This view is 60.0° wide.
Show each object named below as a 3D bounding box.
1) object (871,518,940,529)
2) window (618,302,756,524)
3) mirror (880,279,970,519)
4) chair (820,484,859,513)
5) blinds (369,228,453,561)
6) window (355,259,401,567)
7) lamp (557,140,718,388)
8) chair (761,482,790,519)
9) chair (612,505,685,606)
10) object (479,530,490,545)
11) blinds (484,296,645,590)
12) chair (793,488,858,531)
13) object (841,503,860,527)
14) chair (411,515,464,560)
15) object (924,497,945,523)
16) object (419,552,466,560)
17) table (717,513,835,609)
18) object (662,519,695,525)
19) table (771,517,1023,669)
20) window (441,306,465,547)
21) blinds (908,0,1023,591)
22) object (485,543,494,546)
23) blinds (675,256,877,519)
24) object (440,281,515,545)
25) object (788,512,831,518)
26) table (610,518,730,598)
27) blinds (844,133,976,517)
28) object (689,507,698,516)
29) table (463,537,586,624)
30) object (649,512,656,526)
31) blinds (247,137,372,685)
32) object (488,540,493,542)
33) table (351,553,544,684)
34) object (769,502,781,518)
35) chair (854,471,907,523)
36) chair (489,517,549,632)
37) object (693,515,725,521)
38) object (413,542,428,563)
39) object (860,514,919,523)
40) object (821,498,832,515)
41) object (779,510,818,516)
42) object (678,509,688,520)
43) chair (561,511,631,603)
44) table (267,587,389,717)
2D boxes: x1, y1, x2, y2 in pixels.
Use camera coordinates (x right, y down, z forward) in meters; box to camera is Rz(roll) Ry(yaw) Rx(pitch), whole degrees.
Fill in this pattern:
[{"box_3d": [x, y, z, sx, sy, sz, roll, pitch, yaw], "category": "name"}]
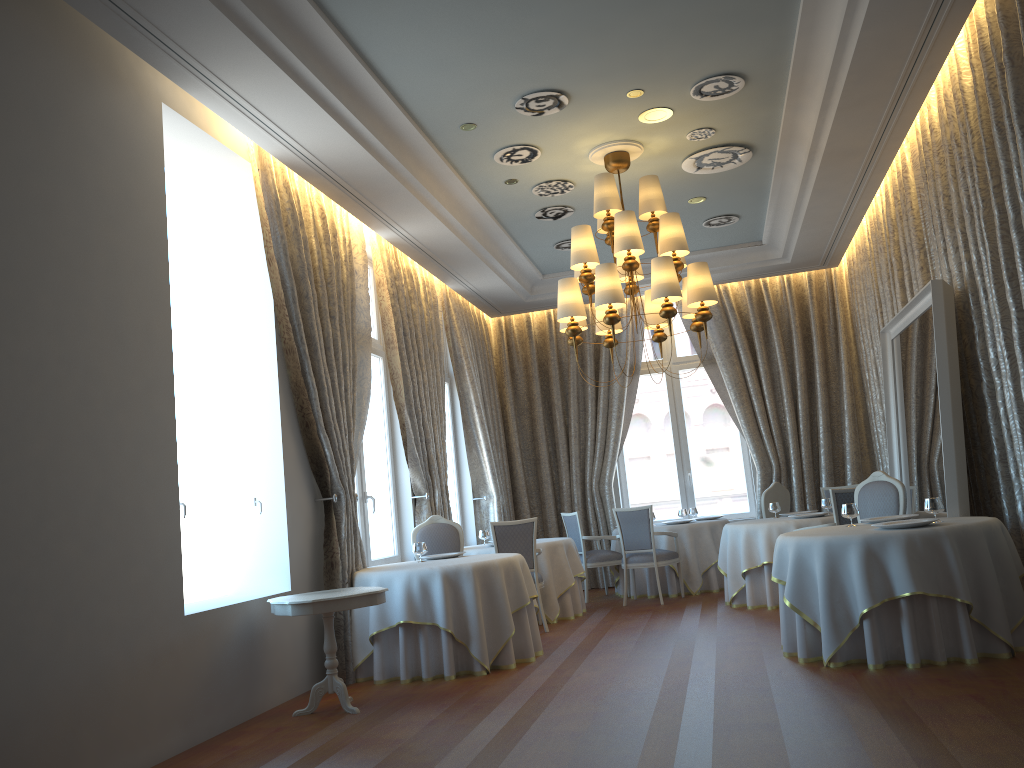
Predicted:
[{"box_3d": [2.607, 0.929, 5.880, 0.419, 0.036, 0.419, -7, -8, 11], "category": "object"}, {"box_3d": [2.387, 0.366, 12.886, 1.881, 3.306, 0.196, -7, -8, 12], "category": "window"}, {"box_3d": [3.547, 0.603, 7.680, 0.385, 2.564, 2.251, -7, -8, 12], "category": "mirror"}, {"box_3d": [3.853, 1.749, 10.355, 0.650, 1.108, 0.629, -11, -10, 32], "category": "chair"}, {"box_3d": [-0.945, 0.304, 9.904, 0.335, 4.969, 2.257, -7, -8, 12], "category": "blinds"}, {"box_3d": [-1.512, 0.164, 8.765, 0.259, 3.306, 1.882, -7, -8, 12], "category": "window"}, {"box_3d": [1.046, -1.073, 7.901, 1.373, 2.121, 1.373, 1, -10, -40], "category": "lamp"}, {"box_3d": [3.009, 1.827, 10.721, 0.563, 1.233, 0.690, 1, -10, -37], "category": "chair"}, {"box_3d": [1.561, 1.970, 10.317, 0.650, 1.108, 0.629, -10, -9, 27], "category": "chair"}, {"box_3d": [-0.321, 1.787, 10.333, 0.128, 0.165, 0.128, -7, -8, 12], "category": "object"}, {"box_3d": [0.861, 0.539, 12.800, 2.535, 4.901, 0.386, -7, -8, 12], "category": "blinds"}, {"box_3d": [3.092, 1.536, 8.330, 0.650, 1.108, 0.629, -3, -8, -17], "category": "chair"}, {"box_3d": [2.528, 0.977, 6.620, 0.128, 0.165, 0.128, -13, -11, 42], "category": "object"}, {"box_3d": [-0.629, 1.840, 8.295, 0.563, 1.233, 0.690, -4, -8, -12], "category": "chair"}, {"box_3d": [2.889, 0.863, 6.064, 0.128, 0.165, 0.128, -7, -8, 12], "category": "object"}, {"box_3d": [-0.616, 1.537, 7.913, 0.419, 0.036, 0.419, -7, -8, 11], "category": "object"}, {"box_3d": [3.030, 1.846, 9.307, 1.663, 0.890, 1.667, -10, -9, 26], "category": "table"}, {"box_3d": [2.062, 1.710, 10.987, 0.419, 0.036, 0.419, -7, -8, 11], "category": "object"}, {"box_3d": [2.700, 1.445, 6.262, 1.663, 0.890, 1.667, -6, -8, 1], "category": "table"}, {"box_3d": [-0.999, 0.445, 11.093, 0.196, 3.306, 1.881, -7, -8, 12], "category": "window"}, {"box_3d": [3.257, -0.732, 5.664, 0.238, 4.819, 4.439, -7, -8, 12], "category": "blinds"}, {"box_3d": [-0.080, 1.723, 9.591, 0.419, 0.036, 0.419, -7, -8, 11], "category": "object"}, {"box_3d": [3.647, 0.176, 12.184, 2.476, 4.901, 0.386, -7, -8, 12], "category": "blinds"}, {"box_3d": [-0.384, 0.594, 12.001, 0.386, 4.901, 2.121, -7, -8, 12], "category": "object"}, {"box_3d": [3.013, 1.330, 8.978, 0.419, 0.036, 0.419, -7, -8, 11], "category": "object"}, {"box_3d": [2.094, 2.232, 11.370, 1.667, 0.890, 1.663, -10, -9, 31], "category": "table"}, {"box_3d": [4.250, -0.227, 9.892, 0.238, 4.819, 4.439, -7, -8, 12], "category": "blinds"}, {"box_3d": [2.392, 1.712, 11.684, 0.128, 0.165, 0.128, -7, -8, 12], "category": "object"}, {"box_3d": [0.009, 2.241, 9.988, 1.667, 0.890, 1.663, -7, -8, 6], "category": "table"}, {"box_3d": [1.757, 1.708, 11.215, 0.128, 0.165, 0.128, -7, -8, 12], "category": "object"}, {"box_3d": [-1.526, 0.023, 7.531, 0.315, 4.930, 2.204, -7, -8, 12], "category": "blinds"}, {"box_3d": [-0.071, 1.853, 10.514, 0.419, 0.036, 0.419, -7, -8, 11], "category": "object"}, {"box_3d": [-0.597, 1.938, 7.438, 1.663, 0.890, 1.667, -6, -8, 1], "category": "table"}, {"box_3d": [2.870, 1.379, 9.674, 0.128, 0.165, 0.128, -7, -8, 12], "category": "object"}, {"box_3d": [2.838, 1.340, 7.184, 0.690, 1.233, 0.563, -1, -9, -27], "category": "chair"}, {"box_3d": [0.007, 1.925, 8.924, 0.650, 1.108, 0.629, -4, -8, -12], "category": "chair"}, {"box_3d": [2.520, 1.720, 11.373, 0.419, 0.036, 0.419, -7, -8, 11], "category": "object"}, {"box_3d": [-0.791, 1.450, 7.642, 0.128, 0.165, 0.128, -5, -8, -5], "category": "object"}, {"box_3d": [2.855, 1.023, 6.712, 0.419, 0.036, 0.419, -7, -8, 11], "category": "object"}, {"box_3d": [3.271, 1.270, 9.190, 0.128, 0.165, 0.128, -7, -8, 12], "category": "object"}, {"box_3d": [3.161, 1.430, 9.778, 0.419, 0.036, 0.419, -7, -8, 11], "category": "object"}, {"box_3d": [2.180, 1.678, 11.298, 0.128, 0.165, 0.128, -7, -8, 12], "category": "object"}, {"box_3d": [1.043, 2.143, 11.179, 0.629, 1.108, 0.650, -2, -9, -22], "category": "chair"}, {"box_3d": [-1.217, 1.824, 5.986, 0.761, 0.801, 0.760, 1, -10, -38], "category": "table"}]
